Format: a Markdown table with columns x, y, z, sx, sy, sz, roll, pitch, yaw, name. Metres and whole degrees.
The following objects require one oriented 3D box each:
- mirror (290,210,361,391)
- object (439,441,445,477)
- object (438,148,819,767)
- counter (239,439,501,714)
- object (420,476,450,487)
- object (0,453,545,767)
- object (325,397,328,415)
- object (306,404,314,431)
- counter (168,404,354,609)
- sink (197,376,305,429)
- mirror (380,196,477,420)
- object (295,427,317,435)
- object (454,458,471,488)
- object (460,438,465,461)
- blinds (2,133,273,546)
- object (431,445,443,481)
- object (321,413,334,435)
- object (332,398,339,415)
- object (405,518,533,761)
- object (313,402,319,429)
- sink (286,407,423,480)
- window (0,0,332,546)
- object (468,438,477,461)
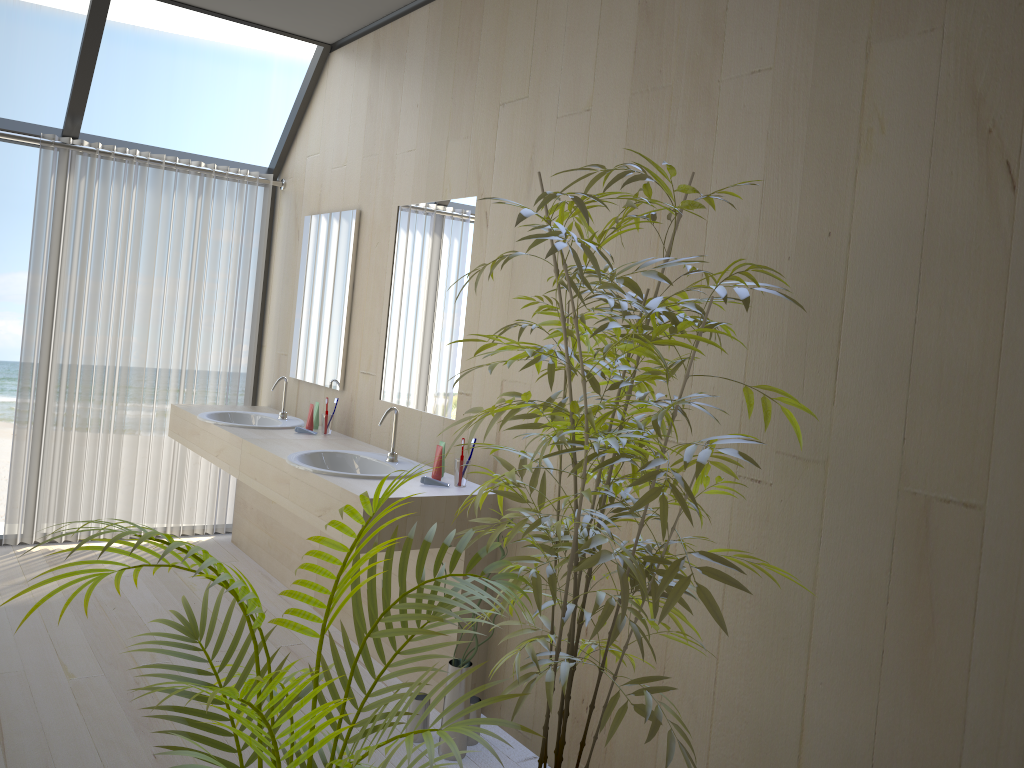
| x | y | z | sx | sy | sz | roll | pitch | yaw | name |
| --- | --- | --- | --- | --- | --- | --- | --- | --- | --- |
| -0.961 | -0.436 | 4.504 | 0.023 | 0.868 | 0.655 | 5 | 1 | -35 | mirror |
| -0.267 | 0.283 | 3.319 | 0.039 | 0.135 | 0.039 | 6 | 0 | 6 | object |
| 0.194 | 0.382 | 1.946 | 0.786 | 1.756 | 0.937 | 5 | 1 | -10 | object |
| -0.622 | 0.703 | 3.447 | 0.549 | 0.790 | 1.210 | 5 | 3 | -35 | counter |
| -0.271 | 0.344 | 3.124 | 0.104 | 0.029 | 0.032 | 6 | 2 | 5 | object |
| -0.421 | 0.640 | 1.485 | 0.916 | 1.156 | 0.752 | 5 | 1 | -1 | object |
| -0.865 | 0.150 | 4.119 | 0.012 | 0.178 | 0.050 | 5 | 0 | 4 | object |
| -0.955 | 0.162 | 4.194 | 0.039 | 0.135 | 0.039 | 6 | 0 | 14 | object |
| -1.308 | 0.575 | 4.437 | 0.549 | 0.790 | 1.210 | 5 | 3 | -35 | counter |
| -1.288 | 0.164 | 4.380 | 0.503 | 0.419 | 0.576 | 4 | 3 | -32 | sink |
| -0.349 | -0.324 | 3.670 | 0.023 | 0.868 | 0.655 | 5 | 1 | -35 | mirror |
| -0.957 | 0.216 | 4.114 | 0.104 | 0.029 | 0.032 | 6 | 2 | 5 | object |
| -0.181 | 0.319 | 3.159 | 0.058 | 0.100 | 0.059 | 5 | 1 | -25 | object |
| -0.179 | 0.278 | 3.129 | 0.012 | 0.178 | 0.050 | 5 | 0 | 4 | object |
| -1.971 | -0.200 | 4.764 | 1.180 | 2.070 | 0.084 | 5 | 1 | -35 | blinds |
| -0.268 | 0.290 | 3.205 | 0.039 | 0.135 | 0.039 | 6 | 0 | 6 | object |
| -0.867 | 0.191 | 4.149 | 0.058 | 0.100 | 0.058 | 5 | 1 | -28 | object |
| -0.847 | 0.151 | 4.151 | 0.054 | 0.175 | 0.012 | 5 | 0 | -10 | object |
| -0.110 | 0.802 | 2.908 | 0.275 | 0.749 | 0.406 | 6 | 1 | 43 | object |
| -0.953 | 0.155 | 4.308 | 0.039 | 0.135 | 0.039 | 6 | 0 | 14 | object |
| -0.602 | 0.292 | 3.391 | 0.503 | 0.419 | 0.576 | 4 | 3 | -32 | sink |
| -3.151 | -0.589 | 3.679 | 4.550 | 2.812 | 0.747 | 4 | 1 | -35 | window |
| -0.161 | 0.279 | 3.161 | 0.054 | 0.175 | 0.012 | 5 | 0 | -10 | object |
